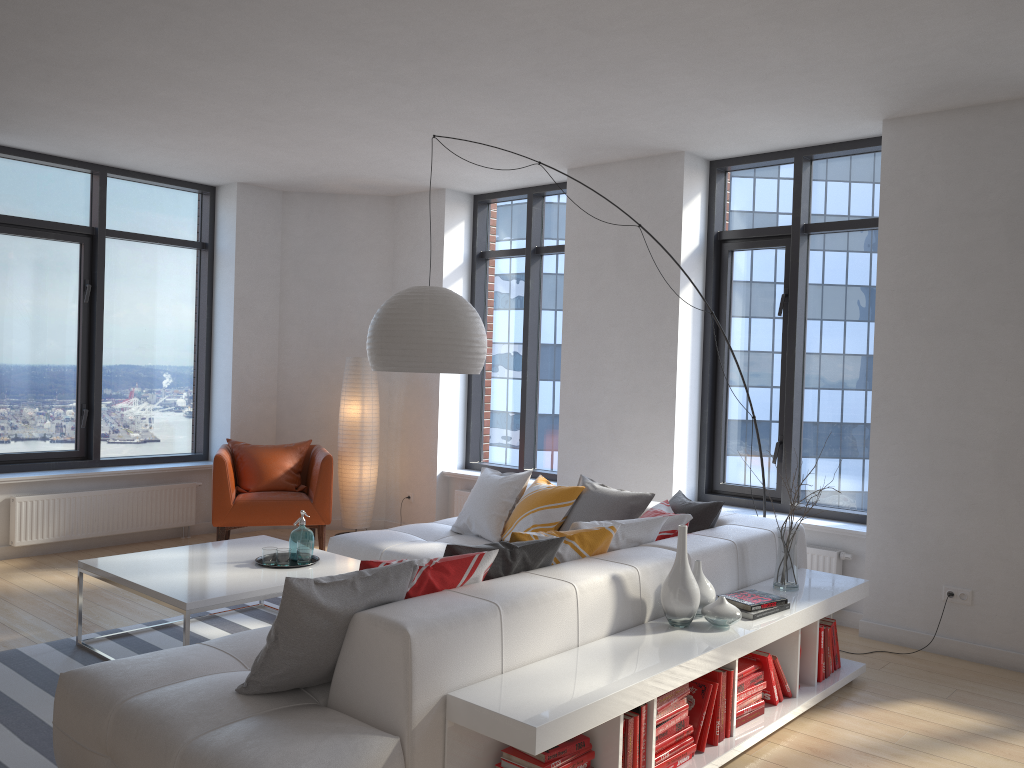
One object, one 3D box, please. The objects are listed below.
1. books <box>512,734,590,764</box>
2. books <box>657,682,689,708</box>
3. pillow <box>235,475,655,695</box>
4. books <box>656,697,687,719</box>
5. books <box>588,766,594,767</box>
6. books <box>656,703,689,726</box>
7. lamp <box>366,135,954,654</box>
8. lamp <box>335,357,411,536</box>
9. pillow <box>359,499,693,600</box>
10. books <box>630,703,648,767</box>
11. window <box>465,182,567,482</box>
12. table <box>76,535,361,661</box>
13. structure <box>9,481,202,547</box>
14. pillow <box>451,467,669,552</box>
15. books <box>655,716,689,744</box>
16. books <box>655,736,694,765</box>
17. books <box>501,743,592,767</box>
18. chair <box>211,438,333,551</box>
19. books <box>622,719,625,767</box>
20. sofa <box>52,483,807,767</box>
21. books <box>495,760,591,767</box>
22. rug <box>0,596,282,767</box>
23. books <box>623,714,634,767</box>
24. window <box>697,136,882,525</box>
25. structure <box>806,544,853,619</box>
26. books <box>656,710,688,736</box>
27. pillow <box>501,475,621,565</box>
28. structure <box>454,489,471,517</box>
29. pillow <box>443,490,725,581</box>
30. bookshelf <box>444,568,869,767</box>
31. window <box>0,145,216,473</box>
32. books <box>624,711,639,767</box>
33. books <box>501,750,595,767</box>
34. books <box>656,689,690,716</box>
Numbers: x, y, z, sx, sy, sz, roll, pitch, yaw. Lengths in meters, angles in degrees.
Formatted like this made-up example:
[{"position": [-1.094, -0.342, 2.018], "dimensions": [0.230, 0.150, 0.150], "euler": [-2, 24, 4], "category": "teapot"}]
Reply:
[{"position": [0.127, 1.164, 2.878], "dimensions": [0.206, 0.029, 0.152], "euler": [1, 1, -43], "category": "books"}, {"position": [0.492, 1.109, 3.235], "dimensions": [0.206, 0.034, 0.259], "euler": [3, 1, 38], "category": "books"}, {"position": [-0.126, 0.784, 4.024], "dimensions": [0.647, 0.453, 2.953], "euler": [2, 1, 29], "category": "pillow"}, {"position": [0.490, 1.164, 3.234], "dimensions": [0.182, 0.025, 0.257], "euler": [3, 1, 41], "category": "books"}, {"position": [0.116, 1.269, 2.881], "dimensions": [0.182, 0.025, 0.257], "euler": [3, 1, 41], "category": "books"}, {"position": [0.508, 1.188, 3.243], "dimensions": [0.178, 0.023, 0.236], "euler": [3, 1, 41], "category": "books"}, {"position": [0.823, 0.117, 4.774], "dimensions": [3.199, 2.647, 0.710], "euler": [2, 1, -13], "category": "lamp"}, {"position": [-1.095, 0.555, 7.518], "dimensions": [0.804, 1.550, 0.502], "euler": [2, 1, 2], "category": "lamp"}, {"position": [0.186, 0.827, 3.878], "dimensions": [0.575, 0.449, 2.250], "euler": [3, 1, 39], "category": "pillow"}, {"position": [0.372, 1.232, 3.098], "dimensions": [0.214, 0.291, 0.049], "euler": [3, 1, 41], "category": "books"}, {"position": [0.169, -0.429, 7.408], "dimensions": [1.310, 2.402, 0.170], "euler": [3, 1, 41], "category": "window"}, {"position": [-1.454, 1.142, 4.580], "dimensions": [1.091, 0.435, 1.091], "euler": [3, 1, 41], "category": "table"}, {"position": [-3.117, 1.045, 6.930], "dimensions": [0.110, 0.460, 1.474], "euler": [3, 1, 41], "category": "structure"}, {"position": [0.070, 0.776, 4.947], "dimensions": [0.580, 0.456, 2.156], "euler": [1, 1, -23], "category": "pillow"}, {"position": [0.486, 1.245, 3.253], "dimensions": [0.206, 0.039, 0.279], "euler": [3, 1, 42], "category": "books"}, {"position": [0.514, 1.310, 3.231], "dimensions": [0.187, 0.026, 0.266], "euler": [3, 1, 41], "category": "books"}, {"position": [0.114, 1.190, 2.879], "dimensions": [0.178, 0.025, 0.254], "euler": [3, 1, 41], "category": "books"}, {"position": [-1.905, 0.881, 7.039], "dimensions": [0.896, 0.858, 0.843], "euler": [2, 1, -17], "category": "chair"}, {"position": [0.298, 1.248, 3.021], "dimensions": [0.181, 0.255, 0.031], "euler": [3, 1, 41], "category": "books"}, {"position": [-0.497, 1.040, 4.355], "dimensions": [2.614, 0.732, 3.424], "euler": [3, 1, 41], "category": "sofa"}, {"position": [0.102, 1.243, 2.888], "dimensions": [0.191, 0.028, 0.261], "euler": [3, 1, 41], "category": "books"}, {"position": [-1.524, 1.366, 4.328], "dimensions": [1.662, 0.016, 2.326], "euler": [3, 1, 41], "category": "rug"}, {"position": [0.319, 1.248, 3.047], "dimensions": [0.207, 0.259, 0.034], "euler": [3, 1, 41], "category": "books"}, {"position": [1.895, -0.346, 5.889], "dimensions": [1.310, 2.402, 0.170], "euler": [3, 1, 41], "category": "window"}, {"position": [1.651, 1.222, 5.648], "dimensions": [1.015, 0.460, 0.110], "euler": [3, 1, 41], "category": "structure"}, {"position": [0.498, 1.213, 3.240], "dimensions": [0.191, 0.027, 0.261], "euler": [3, 1, 37], "category": "books"}, {"position": [0.126, 0.801, 4.633], "dimensions": [0.630, 0.440, 2.095], "euler": [2, 1, -2], "category": "pillow"}, {"position": [-0.077, 1.139, 7.169], "dimensions": [1.015, 0.460, 0.110], "euler": [3, 1, 41], "category": "structure"}, {"position": [0.396, 0.803, 4.128], "dimensions": [0.608, 0.436, 2.120], "euler": [3, 1, 37], "category": "pillow"}, {"position": [0.784, 1.212, 3.571], "dimensions": [0.356, 0.500, 2.600], "euler": [3, 1, 41], "category": "bookshelf"}, {"position": [-3.334, -0.537, 7.096], "dimensions": [0.170, 2.402, 1.960], "euler": [3, 1, 41], "category": "window"}, {"position": [0.352, 1.248, 3.069], "dimensions": [0.195, 0.259, 0.042], "euler": [3, 1, 41], "category": "books"}, {"position": [0.117, 1.216, 2.879], "dimensions": [0.179, 0.028, 0.269], "euler": [3, 1, 43], "category": "books"}, {"position": [0.509, 1.139, 3.244], "dimensions": [0.187, 0.026, 0.266], "euler": [3, 1, 36], "category": "books"}]
